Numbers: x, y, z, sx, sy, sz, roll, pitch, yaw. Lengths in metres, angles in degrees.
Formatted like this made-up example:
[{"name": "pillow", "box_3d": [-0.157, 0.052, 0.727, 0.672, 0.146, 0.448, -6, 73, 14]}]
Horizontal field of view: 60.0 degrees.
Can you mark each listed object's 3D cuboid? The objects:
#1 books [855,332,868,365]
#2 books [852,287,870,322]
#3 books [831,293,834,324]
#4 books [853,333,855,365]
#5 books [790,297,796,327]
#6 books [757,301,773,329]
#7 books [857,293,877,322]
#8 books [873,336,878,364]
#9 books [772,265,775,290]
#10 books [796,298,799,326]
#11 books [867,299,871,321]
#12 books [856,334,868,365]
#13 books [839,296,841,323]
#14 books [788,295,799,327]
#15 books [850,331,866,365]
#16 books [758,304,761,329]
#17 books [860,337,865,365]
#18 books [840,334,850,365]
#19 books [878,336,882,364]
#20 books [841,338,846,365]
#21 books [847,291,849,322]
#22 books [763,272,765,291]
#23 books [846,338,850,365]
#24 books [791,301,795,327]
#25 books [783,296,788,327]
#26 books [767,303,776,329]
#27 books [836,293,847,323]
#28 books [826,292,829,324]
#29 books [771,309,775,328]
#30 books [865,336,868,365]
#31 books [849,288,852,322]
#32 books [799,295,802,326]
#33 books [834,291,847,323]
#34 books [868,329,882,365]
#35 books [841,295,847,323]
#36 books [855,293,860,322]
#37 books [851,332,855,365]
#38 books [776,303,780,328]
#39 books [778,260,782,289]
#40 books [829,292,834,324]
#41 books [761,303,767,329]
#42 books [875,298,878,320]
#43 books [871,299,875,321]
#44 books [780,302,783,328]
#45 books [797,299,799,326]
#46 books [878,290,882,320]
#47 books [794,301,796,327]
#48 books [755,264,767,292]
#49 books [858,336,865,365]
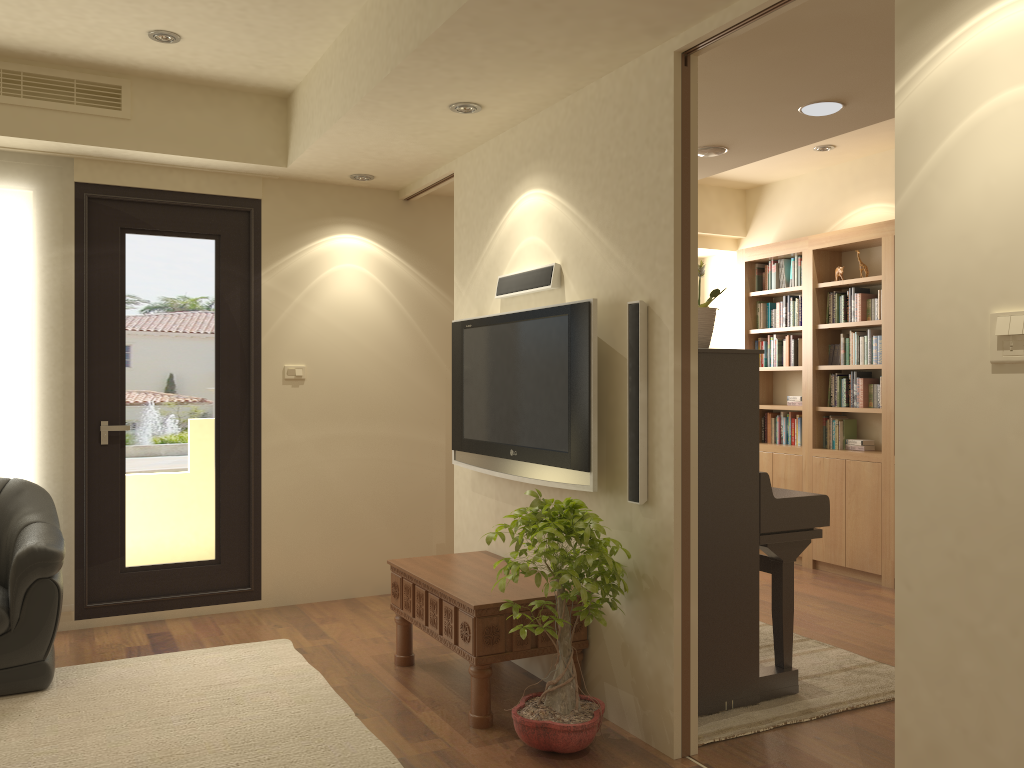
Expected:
[{"name": "books", "box_3d": [2.504, -0.247, 6.314, 0.158, 0.243, 0.016, 0, 0, -27]}, {"name": "books", "box_3d": [2.495, -0.558, 6.342, 0.154, 0.254, 0.026, 0, 0, -27]}, {"name": "books", "box_3d": [2.403, -0.549, 6.516, 0.157, 0.235, 0.017, 0, 0, -27]}, {"name": "books", "box_3d": [2.496, -0.243, 6.330, 0.157, 0.235, 0.017, 0, 0, -27]}, {"name": "books", "box_3d": [2.221, -0.550, 6.888, 0.139, 0.237, 0.026, 0, 0, -27]}, {"name": "books", "box_3d": [2.052, -0.550, 7.197, 0.156, 0.237, 0.026, 0, 0, -27]}, {"name": "books", "box_3d": [2.518, -0.534, 6.288, 0.162, 0.206, 0.036, 0, 0, -27]}, {"name": "books", "box_3d": [2.581, -0.229, 6.163, 0.162, 0.206, 0.036, 0, 0, -27]}, {"name": "books", "box_3d": [2.128, -0.835, 7.013, 0.162, 0.206, 0.036, 0, 0, -27]}, {"name": "books", "box_3d": [2.245, -0.543, 6.809, 0.168, 0.224, 0.014, 0, 0, -27]}, {"name": "books", "box_3d": [2.558, -0.514, 6.267, 0.111, 0.165, 0.036, 0, 0, -27]}, {"name": "books", "box_3d": [2.507, -0.238, 6.297, 0.168, 0.224, 0.014, 0, 0, -27]}, {"name": "books", "box_3d": [2.443, -0.532, 6.447, 0.150, 0.202, 0.032, 0, 0, -27]}, {"name": "books", "box_3d": [2.207, -0.559, 6.908, 0.145, 0.255, 0.019, 0, 0, -27]}, {"name": "books", "box_3d": [2.483, -0.253, 6.368, 0.145, 0.255, 0.019, 0, 0, -27]}, {"name": "books", "box_3d": [2.059, -0.539, 7.170, 0.167, 0.215, 0.026, 0, 0, -27]}, {"name": "books", "box_3d": [2.527, -0.229, 6.267, 0.162, 0.206, 0.036, 0, 0, -27]}, {"name": "books", "box_3d": [2.445, -0.244, 6.446, 0.139, 0.237, 0.026, 0, 0, -27]}, {"name": "books", "box_3d": [2.601, -0.229, 6.124, 0.162, 0.206, 0.049, 0, 0, -27]}, {"name": "books", "box_3d": [2.448, -0.229, 6.415, 0.163, 0.207, 0.026, 0, 0, -27]}, {"name": "books", "box_3d": [2.474, -0.550, 6.398, 0.139, 0.237, 0.026, 0, 0, -27]}, {"name": "books", "box_3d": [2.079, -0.815, 7.165, 0.111, 0.165, 0.036, 0, 0, -27]}, {"name": "books", "box_3d": [2.469, -0.227, 6.391, 0.150, 0.202, 0.032, 0, 0, -27]}, {"name": "books", "box_3d": [2.223, -0.535, 6.859, 0.163, 0.207, 0.026, 0, 0, -27]}, {"name": "books", "box_3d": [2.187, -0.558, 6.938, 0.154, 0.254, 0.026, 0, 0, -27]}, {"name": "books", "box_3d": [2.105, -0.540, 7.129, 0.124, 0.218, 0.036, 0, 0, -27]}, {"name": "books", "box_3d": [2.424, -0.543, 6.464, 0.168, 0.224, 0.014, 0, 0, -27]}, {"name": "books", "box_3d": [2.386, -0.552, 6.559, 0.148, 0.242, 0.035, 0, 0, -27]}, {"name": "books", "box_3d": [2.128, -0.514, 7.099, 0.111, 0.165, 0.036, 0, 0, -27]}, {"name": "books", "box_3d": [2.544, -0.231, 6.240, 0.156, 0.211, 0.026, 0, 0, -27]}, {"name": "books", "box_3d": [2.482, -0.559, 6.376, 0.145, 0.255, 0.019, 0, 0, -27]}, {"name": "books", "box_3d": [2.261, -0.553, 6.788, 0.158, 0.243, 0.016, 0, 0, -27]}, {"name": "books", "box_3d": [2.416, -0.553, 6.489, 0.158, 0.243, 0.016, 0, 0, -27]}, {"name": "books", "box_3d": [2.558, -0.253, 6.216, 0.154, 0.254, 0.026, 0, 0, -27]}, {"name": "books", "box_3d": [2.451, -0.535, 6.417, 0.163, 0.207, 0.026, 0, 0, -27]}, {"name": "books", "box_3d": [2.506, -0.537, 6.317, 0.156, 0.211, 0.026, 0, 0, -27]}, {"name": "books", "box_3d": [2.489, -0.246, 6.349, 0.152, 0.242, 0.019, 0, 0, -27]}, {"name": "books", "box_3d": [2.156, -0.534, 6.988, 0.162, 0.206, 0.036, 0, 0, -27]}, {"name": "books", "box_3d": [2.159, -0.853, 6.969, 0.148, 0.242, 0.043, 0, 0, -27]}, {"name": "books", "box_3d": [2.396, -0.552, 6.534, 0.152, 0.242, 0.019, 0, 0, -27]}, {"name": "books", "box_3d": [2.074, -0.539, 7.141, 0.168, 0.215, 0.013, 0, 0, -27]}, {"name": "books", "box_3d": [2.592, -0.514, 6.201, 0.111, 0.165, 0.036, 0, 0, -27]}, {"name": "books", "box_3d": [2.575, -0.514, 6.234, 0.111, 0.165, 0.036, 0, 0, -27]}, {"name": "books", "box_3d": [2.173, -0.537, 6.961, 0.156, 0.211, 0.026, 0, 0, -27]}, {"name": "books", "box_3d": [2.251, -0.539, 6.798, 0.168, 0.215, 0.009, 0, 0, -27]}, {"name": "books", "box_3d": [2.595, -0.539, 6.132, 0.168, 0.215, 0.013, 0, 0, -27]}, {"name": "books", "box_3d": [2.242, -0.532, 6.835, 0.150, 0.202, 0.032, 0, 0, -27]}, {"name": "books", "box_3d": [2.039, -0.851, 7.193, 0.156, 0.237, 0.026, 0, 0, -27]}, {"name": "books", "box_3d": [2.514, -0.233, 6.286, 0.168, 0.215, 0.009, 0, 0, -27]}]
